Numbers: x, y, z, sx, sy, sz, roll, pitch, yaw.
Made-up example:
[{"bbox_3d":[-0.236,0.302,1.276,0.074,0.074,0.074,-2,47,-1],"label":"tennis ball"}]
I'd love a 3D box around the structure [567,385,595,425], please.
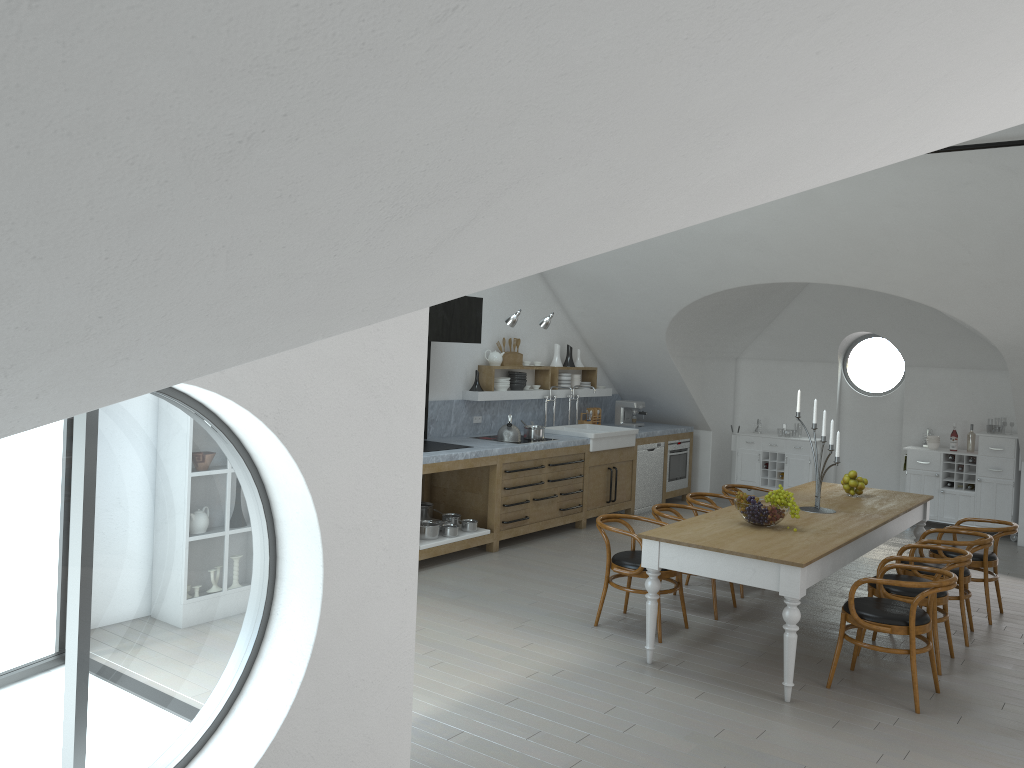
[{"bbox_3d":[0.828,0.282,10.437,0.333,0.529,0.214,3,1,17],"label":"structure"}]

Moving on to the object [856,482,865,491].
[{"bbox_3d":[2.839,0.833,7.222,0.071,0.072,0.070,3,2,1],"label":"object"}]

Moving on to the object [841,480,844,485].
[{"bbox_3d":[2.757,0.816,7.340,0.062,0.059,0.062,4,2,41],"label":"object"}]

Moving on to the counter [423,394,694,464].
[{"bbox_3d":[0.127,0.309,9.297,0.962,0.619,6.574,4,3,36],"label":"counter"}]

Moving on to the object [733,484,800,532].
[{"bbox_3d":[1.662,0.795,5.820,0.394,0.284,0.292,3,2,0],"label":"object"}]

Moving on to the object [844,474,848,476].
[{"bbox_3d":[2.788,0.772,7.359,0.062,0.059,0.062,4,2,37],"label":"object"}]

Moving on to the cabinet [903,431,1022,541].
[{"bbox_3d":[5.227,1.121,10.290,1.243,1.153,0.609,4,2,36],"label":"cabinet"}]

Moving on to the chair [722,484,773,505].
[{"bbox_3d":[2.174,1.303,7.924,0.622,0.734,0.527,3,2,33],"label":"chair"}]

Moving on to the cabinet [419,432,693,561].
[{"bbox_3d":[0.066,1.129,9.235,1.004,1.021,6.427,4,3,36],"label":"cabinet"}]

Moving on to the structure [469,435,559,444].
[{"bbox_3d":[0.020,0.579,9.055,0.648,0.041,0.737,4,3,36],"label":"structure"}]

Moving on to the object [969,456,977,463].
[{"bbox_3d":[5.291,0.868,10.168,0.088,0.085,0.360,4,3,36],"label":"object"}]

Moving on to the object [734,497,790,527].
[{"bbox_3d":[1.647,0.856,5.848,0.360,0.159,0.360,3,2,17],"label":"object"}]

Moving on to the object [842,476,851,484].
[{"bbox_3d":[2.749,0.789,7.282,0.066,0.071,0.072,3,2,6],"label":"object"}]

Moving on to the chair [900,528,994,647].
[{"bbox_3d":[3.059,1.411,6.310,0.622,0.734,0.527,3,2,32],"label":"chair"}]

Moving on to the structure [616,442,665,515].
[{"bbox_3d":[1.416,1.106,10.794,0.599,0.822,0.724,3,2,36],"label":"structure"}]

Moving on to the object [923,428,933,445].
[{"bbox_3d":[5.013,0.636,10.675,0.115,0.209,0.065,3,1,39],"label":"object"}]

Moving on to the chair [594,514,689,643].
[{"bbox_3d":[0.875,1.321,6.179,0.622,0.734,0.527,4,2,36],"label":"chair"}]

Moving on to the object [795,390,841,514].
[{"bbox_3d":[2.281,0.494,6.599,0.265,0.875,0.775,3,1,10],"label":"object"}]

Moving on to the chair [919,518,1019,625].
[{"bbox_3d":[3.543,1.408,6.851,0.622,0.734,0.527,4,2,39],"label":"chair"}]

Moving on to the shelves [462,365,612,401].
[{"bbox_3d":[-0.318,-0.502,9.009,0.480,1.361,5.549,3,2,31],"label":"shelves"}]

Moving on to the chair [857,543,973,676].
[{"bbox_3d":[2.614,1.416,5.734,0.622,0.734,0.527,4,2,36],"label":"chair"}]

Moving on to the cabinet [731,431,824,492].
[{"bbox_3d":[3.401,1.061,11.401,1.135,0.789,0.496,4,2,36],"label":"cabinet"}]

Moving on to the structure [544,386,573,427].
[{"bbox_3d":[0.538,0.286,10.044,0.333,0.529,0.214,3,1,17],"label":"structure"}]

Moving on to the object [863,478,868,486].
[{"bbox_3d":[2.893,0.804,7.283,0.063,0.063,0.062,2,2,-1],"label":"object"}]

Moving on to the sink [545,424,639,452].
[{"bbox_3d":[0.874,0.603,10.047,0.728,0.202,1.020,4,3,36],"label":"sink"}]

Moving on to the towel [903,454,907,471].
[{"bbox_3d":[4.765,0.944,10.698,0.049,0.204,0.150,3,1,37],"label":"towel"}]

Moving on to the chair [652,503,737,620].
[{"bbox_3d":[1.353,1.318,6.726,0.622,0.734,0.527,3,2,33],"label":"chair"}]

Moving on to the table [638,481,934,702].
[{"bbox_3d":[2.154,1.329,6.468,1.019,0.798,3.348,4,3,36],"label":"table"}]

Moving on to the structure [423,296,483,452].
[{"bbox_3d":[-0.876,-0.377,8.039,0.781,1.884,1.075,3,1,36],"label":"structure"}]

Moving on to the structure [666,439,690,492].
[{"bbox_3d":[1.872,1.005,11.398,0.631,0.636,0.632,4,2,36],"label":"structure"}]

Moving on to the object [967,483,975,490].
[{"bbox_3d":[5.278,1.172,10.178,0.081,0.081,0.358,4,3,34],"label":"object"}]

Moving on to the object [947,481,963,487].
[{"bbox_3d":[5.142,1.158,10.287,0.156,0.085,0.331,4,3,37],"label":"object"}]

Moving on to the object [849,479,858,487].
[{"bbox_3d":[2.778,0.810,7.216,0.071,0.064,0.072,3,2,30],"label":"object"}]

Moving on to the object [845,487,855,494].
[{"bbox_3d":[2.787,0.869,7.316,0.080,0.074,0.078,2,2,-9],"label":"object"}]

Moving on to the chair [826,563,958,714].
[{"bbox_3d":[2.216,1.424,5.125,0.622,0.734,0.527,4,2,40],"label":"chair"}]

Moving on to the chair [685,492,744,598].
[{"bbox_3d":[1.737,1.309,7.348,0.622,0.734,0.527,4,2,40],"label":"chair"}]

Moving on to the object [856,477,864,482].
[{"bbox_3d":[2.845,0.787,7.254,0.053,0.057,0.058,1,2,-39],"label":"object"}]

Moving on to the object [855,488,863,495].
[{"bbox_3d":[2.849,0.880,7.278,0.064,0.063,0.063,1,2,-42],"label":"object"}]

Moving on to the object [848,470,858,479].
[{"bbox_3d":[2.800,0.744,7.278,0.072,0.074,0.072,4,2,36],"label":"object"}]

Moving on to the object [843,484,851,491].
[{"bbox_3d":[2.741,0.844,7.258,0.060,0.056,0.059,3,2,31],"label":"object"}]

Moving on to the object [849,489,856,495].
[{"bbox_3d":[2.785,0.886,7.249,0.050,0.050,0.051,4,2,40],"label":"object"}]

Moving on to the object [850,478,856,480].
[{"bbox_3d":[2.815,0.791,7.315,0.053,0.050,0.053,3,2,7],"label":"object"}]
